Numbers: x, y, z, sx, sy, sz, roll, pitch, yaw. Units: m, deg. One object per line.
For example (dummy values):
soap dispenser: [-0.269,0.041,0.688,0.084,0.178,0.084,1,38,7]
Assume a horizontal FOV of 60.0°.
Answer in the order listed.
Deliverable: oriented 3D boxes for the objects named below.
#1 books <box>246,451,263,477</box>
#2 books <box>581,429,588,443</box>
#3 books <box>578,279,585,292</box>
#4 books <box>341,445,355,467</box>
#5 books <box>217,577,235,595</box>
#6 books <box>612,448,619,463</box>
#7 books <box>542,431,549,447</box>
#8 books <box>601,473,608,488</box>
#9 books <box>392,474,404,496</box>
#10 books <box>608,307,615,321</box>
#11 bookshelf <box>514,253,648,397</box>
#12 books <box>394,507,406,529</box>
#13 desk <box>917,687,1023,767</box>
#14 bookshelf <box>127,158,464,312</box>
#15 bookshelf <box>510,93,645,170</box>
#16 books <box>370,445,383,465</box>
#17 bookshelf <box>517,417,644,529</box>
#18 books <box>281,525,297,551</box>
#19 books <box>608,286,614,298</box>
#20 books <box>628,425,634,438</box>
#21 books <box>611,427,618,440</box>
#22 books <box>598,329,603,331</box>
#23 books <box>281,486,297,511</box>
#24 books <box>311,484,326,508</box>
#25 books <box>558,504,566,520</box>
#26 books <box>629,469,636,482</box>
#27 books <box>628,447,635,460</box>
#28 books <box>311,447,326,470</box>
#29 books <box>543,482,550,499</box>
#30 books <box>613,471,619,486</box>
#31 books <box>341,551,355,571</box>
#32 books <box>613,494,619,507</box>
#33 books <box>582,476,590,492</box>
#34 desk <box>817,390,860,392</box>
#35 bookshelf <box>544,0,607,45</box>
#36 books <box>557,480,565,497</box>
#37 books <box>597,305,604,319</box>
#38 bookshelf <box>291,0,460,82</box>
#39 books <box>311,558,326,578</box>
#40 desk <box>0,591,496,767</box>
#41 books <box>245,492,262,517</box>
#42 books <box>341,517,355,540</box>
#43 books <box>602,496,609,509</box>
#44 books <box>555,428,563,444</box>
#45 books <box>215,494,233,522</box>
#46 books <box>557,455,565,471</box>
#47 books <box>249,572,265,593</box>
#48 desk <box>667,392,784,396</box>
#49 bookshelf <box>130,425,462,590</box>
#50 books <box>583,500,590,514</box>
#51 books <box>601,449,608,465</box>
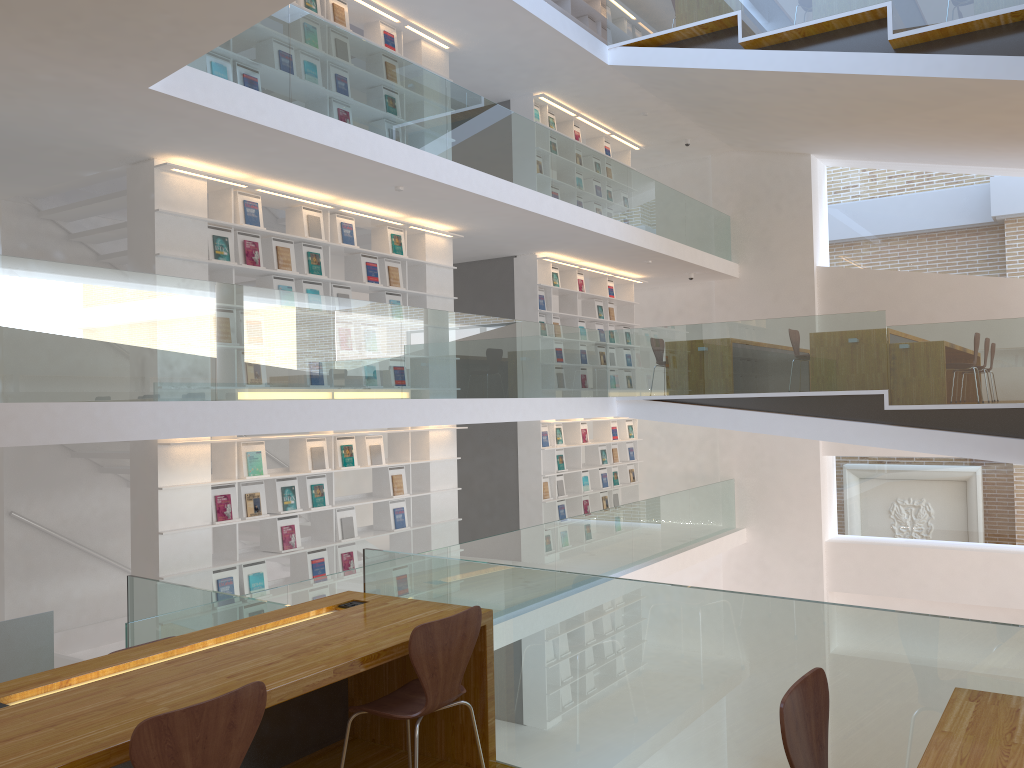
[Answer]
books: [-2.112,0.660,7.287,0.037,0.210,0.145,-2,-2,33]
books: [0.995,0.719,12.132,0.037,0.210,0.145,-2,-2,33]
books: [0.950,-1.332,12.182,0.037,0.210,0.145,-2,-2,33]
books: [-1.518,0.669,8.191,0.037,0.210,0.145,-2,-2,33]
books: [-2.258,1.641,7.009,0.037,0.210,0.145,-2,-2,33]
books: [1.501,1.041,12.884,0.037,0.210,0.145,-2,-2,33]
books: [0.419,0.707,11.252,0.037,0.210,0.145,-2,-2,33]
books: [1.319,1.374,12.581,0.037,0.210,0.145,-2,-2,33]
books: [-1.129,1.004,8.769,0.037,0.210,0.145,-2,-2,33]
books: [1.456,-1.010,12.934,0.037,0.210,0.145,-2,-2,33]
bookshelf: [1.069,-0.713,12.388,0.498,1.836,2.984,-2,-2,33]
books: [-1.110,1.332,8.773,0.037,0.210,0.145,-2,-2,33]
desk: [0.644,1.095,0.847,0.760,0.606,3.185,-2,-2,33]
bookshelf: [-1.717,-0.754,8.160,0.498,1.836,3.666,-2,-2,33]
bookshelf: [1.024,-2.759,12.438,0.498,1.836,2.984,-2,-2,33]
books: [-1.304,0.692,8.516,0.037,0.210,0.145,-2,-2,33]
bookshelf: [1.114,1.346,12.339,0.498,1.836,2.984,-2,-2,33]
books: [-1.905,1.315,7.571,0.037,0.210,0.145,-2,-2,33]
books: [1.449,-1.325,12.941,0.037,0.210,0.145,-2,-2,33]
books: [1.789,0.725,13.340,0.037,0.210,0.145,-2,-2,33]
books: [1.494,0.726,12.892,0.037,0.210,0.145,-2,-2,33]
books: [1.274,-0.677,12.631,0.037,0.210,0.145,-2,-2,33]
books: [-1.907,0.981,7.589,0.037,0.210,0.145,-2,-2,33]
books: [-1.718,0.995,7.868,0.037,0.210,0.145,-2,-2,33]
books: [0.655,1.682,11.554,0.037,0.210,0.145,-2,-2,33]
books: [1.808,1.386,13.326,0.037,0.210,0.145,-2,-2,33]
books: [1.799,1.061,13.330,0.037,0.210,0.145,-2,-2,33]
books: [-1.722,0.665,7.882,0.037,0.210,0.145,-2,-2,33]
books: [0.422,1.349,11.224,0.037,0.210,0.145,-2,-2,33]
books: [1.503,1.377,12.862,0.037,0.210,0.145,-2,-2,33]
books: [-1.507,1.656,8.157,0.037,0.210,0.145,-2,-2,33]
books: [1.510,1.702,12.854,0.037,0.210,0.145,-2,-2,33]
books: [1.009,1.363,12.117,0.037,0.210,0.145,-2,-2,33]
desk: [4.457,-0.152,10.073,1.248,0.757,3.196,-2,-2,33]
bookshelf: [0.979,-4.773,12.487,0.498,1.836,2.984,-2,-2,33]
books: [0.634,1.362,11.541,0.037,0.210,0.145,-2,-2,33]
books: [1.264,-1.013,12.641,0.037,0.210,0.145,-2,-2,33]
bookshelf: [-1.761,-2.800,8.210,0.498,1.836,3.666,-2,-2,33]
books: [-1.709,1.652,7.849,0.037,0.210,0.145,-2,-2,33]
desk: [-1.460,1.336,2.455,1.285,0.918,3.236,-2,-2,33]
books: [-2.121,1.001,7.278,0.037,0.210,0.145,-2,-2,33]
books: [-1.510,1.335,8.164,0.037,0.210,0.145,-2,-2,33]
books: [1.328,1.699,12.577,0.037,0.210,0.145,-2,-2,33]
books: [0.612,0.677,11.552,0.037,0.210,0.145,-2,-2,33]
books: [-2.281,0.983,7.018,0.037,0.210,0.145,-2,-2,33]
books: [0.636,1.031,11.562,0.037,0.210,0.145,-2,-2,33]
books: [-2.089,1.656,7.266,0.037,0.210,0.145,-2,-2,33]
desk: [2.925,-0.169,11.083,0.760,0.606,3.194,-2,-2,33]
bookshelf: [-1.714,1.307,8.138,0.397,1.836,3.666,-2,-2,33]
books: [1.016,1.691,12.109,0.037,0.210,0.145,-2,-2,33]
books: [1.309,1.038,12.591,0.037,0.210,0.145,-2,-2,33]
